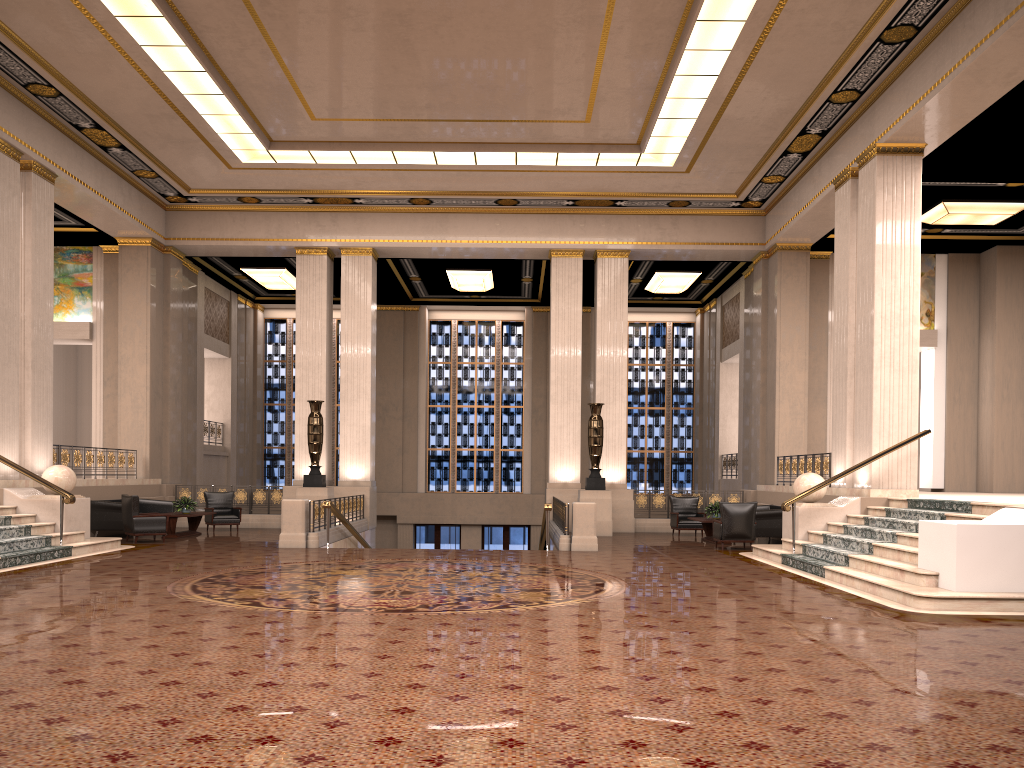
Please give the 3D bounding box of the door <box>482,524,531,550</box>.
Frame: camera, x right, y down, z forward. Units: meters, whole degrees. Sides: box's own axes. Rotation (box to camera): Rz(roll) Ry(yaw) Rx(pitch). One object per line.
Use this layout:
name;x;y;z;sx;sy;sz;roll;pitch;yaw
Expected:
door;-0.189;5.621;26.890;1.491;2.727;0.155;1;1;0

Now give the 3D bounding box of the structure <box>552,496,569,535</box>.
structure;0.907;2.520;17.194;0.079;0.535;4.958;1;-6;0

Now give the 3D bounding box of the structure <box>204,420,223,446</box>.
structure;-8.142;1.322;23.681;0.031;0.666;2.165;1;-5;0

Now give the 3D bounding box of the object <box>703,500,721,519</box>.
object;3.955;2.434;17.091;0.502;0.376;0.526;-2;-4;33

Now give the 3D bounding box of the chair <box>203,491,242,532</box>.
chair;-6.192;2.719;18.844;0.648;0.844;0.718;2;-2;-35

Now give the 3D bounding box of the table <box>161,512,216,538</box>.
table;-6.424;2.742;17.165;0.838;0.435;1.482;1;-5;0

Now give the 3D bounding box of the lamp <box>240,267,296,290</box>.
lamp;-6.352;-2.787;23.512;1.167;0.214;2.025;1;-6;0

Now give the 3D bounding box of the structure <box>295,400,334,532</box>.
structure;-4.173;1.753;18.710;0.700;2.791;0.700;1;0;0

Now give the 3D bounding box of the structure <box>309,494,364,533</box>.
structure;-3.325;2.479;17.217;0.079;0.535;4.958;1;-6;1

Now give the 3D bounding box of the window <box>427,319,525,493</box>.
window;-1.122;0.699;27.311;2.987;5.364;0.069;1;1;0

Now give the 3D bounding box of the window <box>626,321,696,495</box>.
window;4.157;0.751;27.283;2.987;5.364;0.069;1;1;0

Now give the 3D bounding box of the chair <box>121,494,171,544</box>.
chair;-6.493;2.374;15.564;0.718;0.844;0.648;2;-3;-40

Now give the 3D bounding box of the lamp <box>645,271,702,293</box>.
lamp;4.257;-2.683;23.455;1.167;0.214;2.025;1;-6;0

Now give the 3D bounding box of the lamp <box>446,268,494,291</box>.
lamp;-1.093;-2.736;23.484;1.167;0.214;2.025;1;-6;0

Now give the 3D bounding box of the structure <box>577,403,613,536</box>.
structure;1.756;1.811;18.678;0.700;2.791;0.700;1;0;0

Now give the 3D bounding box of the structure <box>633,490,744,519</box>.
structure;4.013;2.742;20.067;2.534;0.655;0.032;1;1;0

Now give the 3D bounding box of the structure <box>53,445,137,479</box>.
structure;-8.145;1.550;17.231;0.032;0.623;3.710;1;-6;0

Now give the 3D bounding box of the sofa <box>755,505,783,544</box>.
sofa;4.885;2.719;17.106;0.875;0.705;1.931;1;-5;0

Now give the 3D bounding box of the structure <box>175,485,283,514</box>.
structure;-6.430;2.641;20.124;2.534;0.655;0.032;1;1;0

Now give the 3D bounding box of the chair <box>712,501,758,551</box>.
chair;3.874;2.459;15.354;0.647;0.844;0.719;1;-2;0

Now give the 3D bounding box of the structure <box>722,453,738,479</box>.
structure;5.888;2.203;23.613;0.031;0.666;2.165;1;-5;0

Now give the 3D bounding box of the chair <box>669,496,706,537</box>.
chair;3.741;2.816;18.793;0.647;0.844;0.719;1;-2;-5

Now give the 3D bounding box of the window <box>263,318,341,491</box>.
window;-6.225;0.649;27.339;2.987;5.364;0.069;1;1;0

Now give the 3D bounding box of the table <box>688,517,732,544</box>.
table;3.965;2.843;17.109;0.838;0.435;1.482;1;-5;0

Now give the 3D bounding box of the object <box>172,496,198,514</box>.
object;-6.320;2.323;17.045;0.502;0.376;0.526;-2;-4;33

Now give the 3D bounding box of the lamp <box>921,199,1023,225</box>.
lamp;8.935;-3.296;17.108;1.715;0.214;1.173;1;-6;0

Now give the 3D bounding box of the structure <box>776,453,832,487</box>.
structure;5.711;1.685;17.156;0.032;0.623;3.710;1;-6;0

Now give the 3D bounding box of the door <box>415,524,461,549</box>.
door;-2.277;5.600;26.902;1.491;2.727;0.155;1;1;0

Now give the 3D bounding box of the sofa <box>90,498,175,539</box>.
sofa;-7.341;2.599;17.172;0.875;0.705;1.931;1;-5;0
